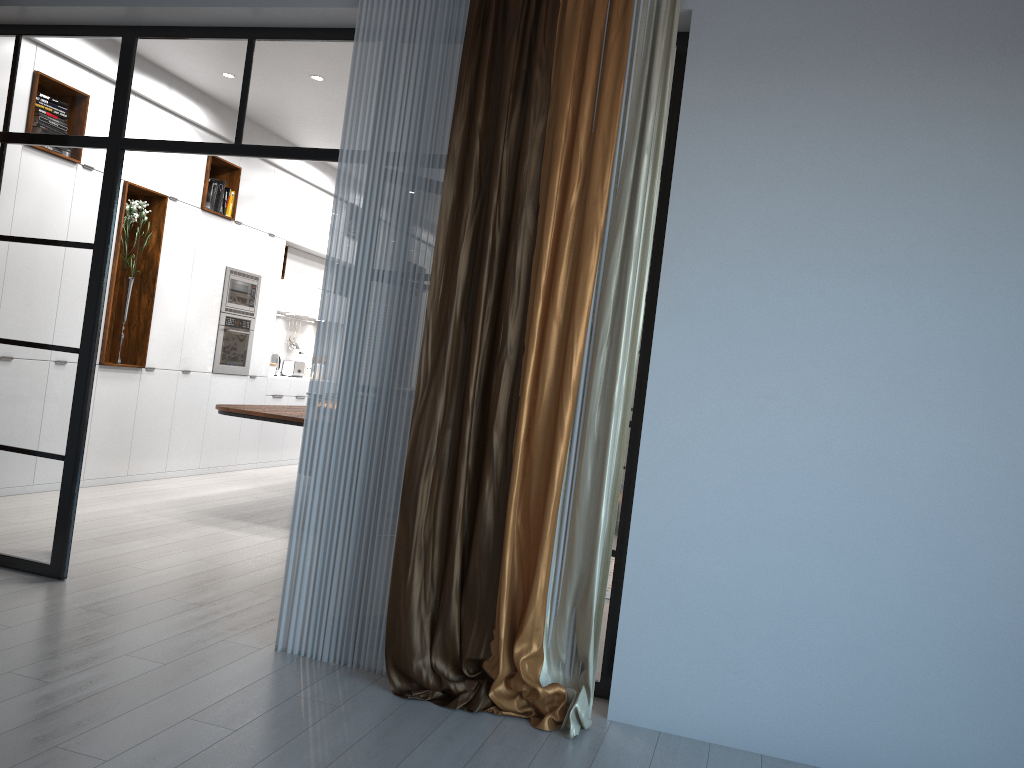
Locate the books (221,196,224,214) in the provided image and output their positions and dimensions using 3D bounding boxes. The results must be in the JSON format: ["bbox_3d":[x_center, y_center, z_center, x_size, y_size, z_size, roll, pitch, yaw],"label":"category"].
[{"bbox_3d":[-2.760,-1.697,8.184,0.231,0.296,0.030,7,-1,16],"label":"books"}]

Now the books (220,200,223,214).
[{"bbox_3d":[-2.751,-1.697,8.129,0.231,0.296,0.030,7,-1,16],"label":"books"}]

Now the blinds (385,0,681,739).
[{"bbox_3d":[0.079,-0.315,3.331,0.811,3.046,0.254,7,-1,16],"label":"blinds"}]

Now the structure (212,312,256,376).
[{"bbox_3d":[-2.865,-0.399,8.597,0.495,0.571,0.594,7,-1,16],"label":"structure"}]

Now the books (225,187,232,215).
[{"bbox_3d":[-2.729,-1.704,8.233,0.239,0.288,0.030,7,-1,16],"label":"books"}]

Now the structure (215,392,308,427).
[{"bbox_3d":[-1.108,0.622,8.828,1.378,0.887,5.634,7,0,16],"label":"structure"}]

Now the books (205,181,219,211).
[{"bbox_3d":[-2.782,-1.702,8.018,0.236,0.278,0.106,7,-1,16],"label":"books"}]

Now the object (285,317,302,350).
[{"bbox_3d":[-2.598,-0.597,10.530,0.069,0.389,0.320,7,-1,17],"label":"object"}]

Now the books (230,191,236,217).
[{"bbox_3d":[-2.696,-1.683,8.285,0.212,0.264,0.024,7,-1,16],"label":"books"}]

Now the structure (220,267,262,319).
[{"bbox_3d":[-2.820,-0.898,8.615,0.459,0.430,0.594,7,0,16],"label":"structure"}]

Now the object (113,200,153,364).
[{"bbox_3d":[-3.083,-0.828,7.112,0.268,1.343,0.268,6,-2,42],"label":"object"}]

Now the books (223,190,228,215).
[{"bbox_3d":[-2.729,-1.677,8.203,0.191,0.254,0.025,7,-1,16],"label":"books"}]

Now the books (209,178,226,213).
[{"bbox_3d":[-2.752,-1.720,8.091,0.268,0.321,0.047,7,-1,16],"label":"books"}]

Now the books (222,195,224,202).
[{"bbox_3d":[-2.748,-1.694,8.154,0.196,0.269,0.020,7,-1,16],"label":"books"}]

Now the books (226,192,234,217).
[{"bbox_3d":[-2.690,-1.672,8.254,0.184,0.245,0.033,7,-1,16],"label":"books"}]

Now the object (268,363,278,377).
[{"bbox_3d":[-2.696,-0.165,9.410,0.380,0.148,0.263,7,0,16],"label":"object"}]

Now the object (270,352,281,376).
[{"bbox_3d":[-2.689,-0.225,9.967,0.220,0.270,0.179,8,-1,-32],"label":"object"}]

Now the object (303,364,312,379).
[{"bbox_3d":[-2.425,-0.217,11.055,0.221,0.316,0.330,7,-1,16],"label":"object"}]

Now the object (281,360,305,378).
[{"bbox_3d":[-2.588,-0.177,10.529,0.177,0.195,0.260,7,-1,16],"label":"object"}]

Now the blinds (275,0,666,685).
[{"bbox_3d":[-0.168,-0.339,3.506,1.302,3.070,0.052,7,-1,16],"label":"blinds"}]
